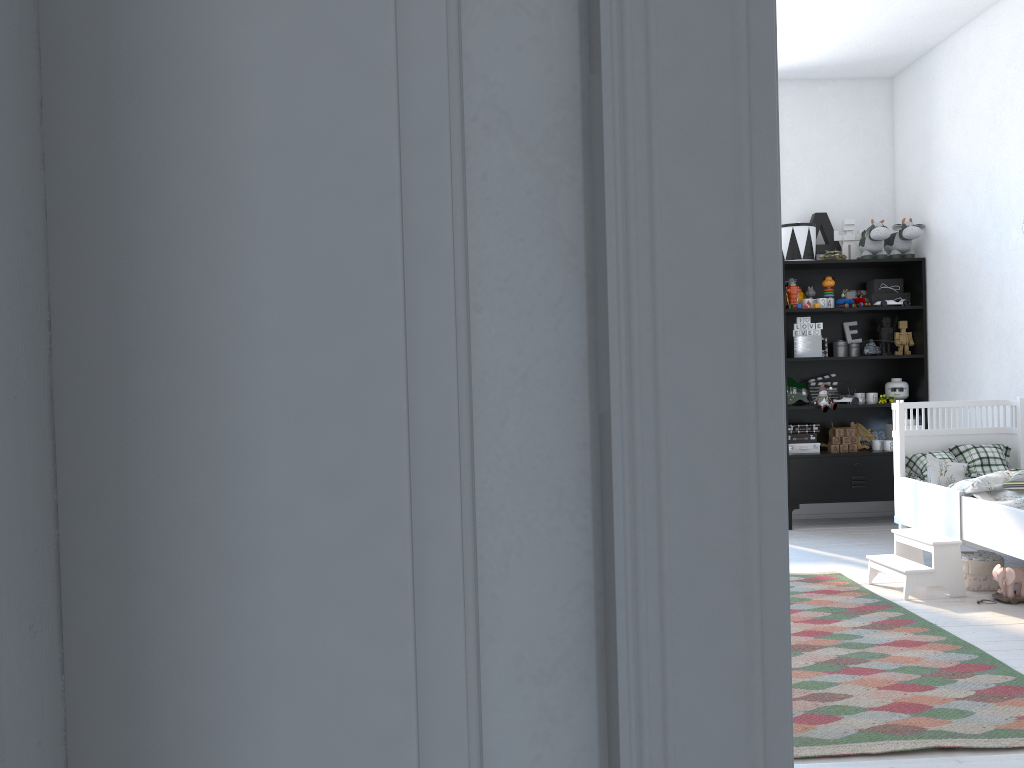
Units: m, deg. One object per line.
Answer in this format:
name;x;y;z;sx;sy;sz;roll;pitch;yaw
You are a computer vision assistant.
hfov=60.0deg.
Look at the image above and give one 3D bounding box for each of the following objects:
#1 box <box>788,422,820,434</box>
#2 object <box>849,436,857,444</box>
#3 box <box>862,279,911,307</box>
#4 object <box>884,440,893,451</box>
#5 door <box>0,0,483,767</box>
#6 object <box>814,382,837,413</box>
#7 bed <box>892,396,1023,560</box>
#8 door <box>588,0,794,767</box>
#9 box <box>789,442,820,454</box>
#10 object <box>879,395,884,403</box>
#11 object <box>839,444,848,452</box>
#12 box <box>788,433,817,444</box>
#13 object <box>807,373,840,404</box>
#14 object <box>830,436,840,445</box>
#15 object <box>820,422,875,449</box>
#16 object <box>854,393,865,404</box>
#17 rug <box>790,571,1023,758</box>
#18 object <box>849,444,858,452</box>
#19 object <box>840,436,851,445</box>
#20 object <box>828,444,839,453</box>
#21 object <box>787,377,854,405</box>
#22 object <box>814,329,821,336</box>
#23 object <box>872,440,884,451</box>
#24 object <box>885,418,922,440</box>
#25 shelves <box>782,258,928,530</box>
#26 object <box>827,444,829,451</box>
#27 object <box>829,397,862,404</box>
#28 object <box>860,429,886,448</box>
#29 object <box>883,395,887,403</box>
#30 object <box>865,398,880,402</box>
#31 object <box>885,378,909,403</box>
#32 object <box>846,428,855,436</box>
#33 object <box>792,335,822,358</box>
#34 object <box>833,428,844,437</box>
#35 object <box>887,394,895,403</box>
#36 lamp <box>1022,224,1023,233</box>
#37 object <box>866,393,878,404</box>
box;1.848;0.286;5.720;0.215;0.062;0.179;-2;1;-2
object;2.172;0.357;5.669;0.050;0.050;0.050;-2;1;-2
box;2.431;-0.584;5.751;0.251;0.189;0.179;-2;1;-2
object;2.390;0.392;5.616;0.067;0.067;0.067;-1;1;12
door;-0.138;-0.060;0.025;0.261;2.177;0.981;-2;1;-2
object;1.957;0.084;5.530;0.110;0.186;0.129;-2;1;-15
bed;2.333;0.495;3.972;0.670;0.833;1.403;-2;1;-2
door;0.529;-0.090;1.062;1.022;2.177;1.040;-2;1;-2
box;1.852;0.408;5.721;0.215;0.062;0.179;-2;1;-2
object;2.333;0.096;5.600;0.042;0.054;0.031;-2;1;-42
object;2.105;0.409;5.641;0.050;0.050;0.050;-2;1;3
box;1.831;0.348;5.719;0.215;0.062;0.179;-2;1;-2
object;2.036;0.032;5.798;0.201;0.199;0.048;-2;1;-2
object;2.062;0.360;5.659;0.050;0.050;0.050;-2;1;-2
object;2.185;0.340;5.776;0.337;0.186;0.111;-1;1;13
object;2.234;0.092;5.696;0.067;0.067;0.067;-1;1;12
rug;0.978;0.950;3.319;1.320;0.016;2.028;-2;1;-2
object;2.172;0.407;5.643;0.050;0.050;0.050;-1;1;28
object;2.119;0.359;5.640;0.050;0.050;0.050;-2;1;-2
object;2.046;0.410;5.639;0.050;0.050;0.050;-2;1;-2
object;1.995;0.064;5.824;0.542;0.239;0.093;-2;1;-1
object;1.923;-0.323;5.583;0.040;0.040;0.040;-1;1;28
object;2.339;0.392;5.669;0.067;0.067;0.067;-1;1;12
object;2.522;0.321;5.700;0.132;0.199;0.267;-2;1;-2
shelves;2.147;0.059;5.706;0.911;1.678;0.353;-2;1;-2
object;2.059;0.409;5.694;0.050;0.050;0.050;-2;1;-2
object;2.110;0.106;5.653;0.230;0.048;0.098;-1;1;23
object;2.335;0.362;5.871;0.347;0.120;0.034;-2;1;-2
object;2.373;0.094;5.654;0.042;0.054;0.031;-2;1;-2
object;2.334;0.104;5.810;0.163;0.034;0.069;-2;1;-2
object;2.477;0.043;5.708;0.139;0.162;0.139;-2;1;-27
object;2.158;0.308;5.655;0.050;0.050;0.050;-1;1;18
object;1.873;-0.235;5.633;0.170;0.138;0.124;-1;1;13
object;2.078;0.310;5.650;0.050;0.050;0.050;-2;1;-2
object;2.404;0.094;5.625;0.042;0.054;0.031;-1;1;43
lamp;1.309;-1.214;3.325;0.074;1.530;1.381;-2;1;-27
object;2.295;0.090;5.651;0.067;0.067;0.067;-1;1;12
